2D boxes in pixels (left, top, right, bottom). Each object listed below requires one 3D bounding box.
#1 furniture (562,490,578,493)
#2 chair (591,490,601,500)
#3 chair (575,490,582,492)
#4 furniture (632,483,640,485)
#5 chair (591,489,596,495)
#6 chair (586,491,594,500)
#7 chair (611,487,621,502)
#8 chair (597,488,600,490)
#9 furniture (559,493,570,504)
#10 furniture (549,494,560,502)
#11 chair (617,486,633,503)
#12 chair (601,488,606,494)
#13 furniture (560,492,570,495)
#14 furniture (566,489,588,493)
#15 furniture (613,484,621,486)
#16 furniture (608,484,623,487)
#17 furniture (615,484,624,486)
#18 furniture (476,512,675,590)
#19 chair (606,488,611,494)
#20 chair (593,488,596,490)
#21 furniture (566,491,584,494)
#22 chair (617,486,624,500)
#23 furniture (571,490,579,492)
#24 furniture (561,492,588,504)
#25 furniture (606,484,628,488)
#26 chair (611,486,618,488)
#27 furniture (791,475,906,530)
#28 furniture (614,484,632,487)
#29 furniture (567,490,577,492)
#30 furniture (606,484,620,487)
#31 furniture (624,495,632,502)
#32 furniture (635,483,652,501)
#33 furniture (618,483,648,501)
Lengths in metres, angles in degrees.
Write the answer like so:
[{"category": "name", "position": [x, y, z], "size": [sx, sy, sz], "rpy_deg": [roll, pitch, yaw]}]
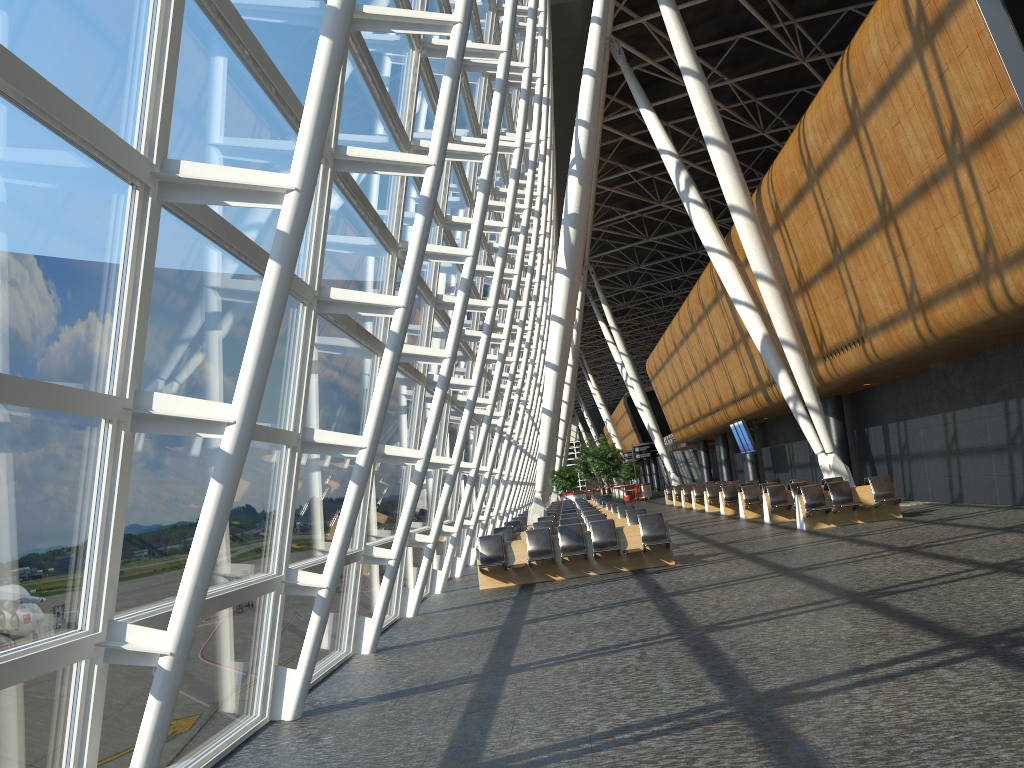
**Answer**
[{"category": "furniture", "position": [6.220, 12.565, 99.132], "size": [3.253, 0.866, 1.668], "rpy_deg": [-8, -6, 3]}, {"category": "chair", "position": [5.111, 7.118, 54.678], "size": [0.665, 1.007, 0.621], "rpy_deg": [-9, -3, 28]}, {"category": "chair", "position": [5.218, 9.070, 70.514], "size": [0.619, 1.007, 0.667], "rpy_deg": [-6, -3, -32]}, {"category": "furniture", "position": [8.750, 7.639, 62.864], "size": [0.892, 1.003, 2.834], "rpy_deg": [-9, -6, 15]}, {"category": "chair", "position": [5.571, 7.984, 62.159], "size": [0.665, 1.007, 0.621], "rpy_deg": [-9, -3, 28]}, {"category": "chair", "position": [4.840, 7.322, 56.026], "size": [0.627, 1.007, 0.659], "rpy_deg": [-9, -3, 28]}, {"category": "chair", "position": [6.915, 7.199, 57.314], "size": [0.628, 1.007, 0.658], "rpy_deg": [-10, -3, 38]}, {"category": "chair", "position": [7.107, 8.731, 69.855], "size": [0.659, 1.007, 0.627], "rpy_deg": [-7, -3, -12]}, {"category": "furniture", "position": [3.676, 7.713, 57.895], "size": [0.892, 1.003, 2.834], "rpy_deg": [-9, -6, 15]}, {"category": "furniture", "position": [4.929, 10.136, 78.172], "size": [3.253, 0.866, 1.668], "rpy_deg": [-8, -6, 3]}, {"category": "chair", "position": [7.075, 6.898, 55.061], "size": [0.657, 1.007, 0.628], "rpy_deg": [-5, -4, -42]}, {"category": "chair", "position": [7.169, 8.238, 65.956], "size": [0.666, 1.007, 0.620], "rpy_deg": [-10, -3, 38]}, {"category": "furniture", "position": [4.137, 8.579, 65.376], "size": [0.892, 1.003, 2.834], "rpy_deg": [-9, -6, 15]}, {"category": "furniture", "position": [5.571, 9.459, 74.027], "size": [2.815, 1.005, 0.897], "rpy_deg": [-2, -7, -44]}, {"category": "furniture", "position": [11.930, 12.146, 102.025], "size": [1.898, 0.866, 1.668], "rpy_deg": [-8, -6, 3]}, {"category": "furniture", "position": [11.746, 11.799, 99.031], "size": [1.898, 0.866, 1.668], "rpy_deg": [-8, -6, 3]}, {"category": "furniture", "position": [11.561, 11.452, 96.037], "size": [1.898, 0.866, 1.668], "rpy_deg": [-8, -6, 3]}, {"category": "furniture", "position": [1.035, 2.810, 14.924], "size": [3.253, 0.866, 1.668], "rpy_deg": [-8, -6, 3]}, {"category": "chair", "position": [6.709, 7.372, 58.475], "size": [0.666, 1.007, 0.620], "rpy_deg": [-10, -3, 38]}, {"category": "chair", "position": [6.646, 9.245, 73.490], "size": [0.659, 1.007, 0.627], "rpy_deg": [-7, -3, -12]}, {"category": "furniture", "position": [4.466, 8.169, 62.437], "size": [0.884, 1.004, 2.859], "rpy_deg": [-6, -7, -29]}, {"category": "chair", "position": [7.195, 7.019, 56.168], "size": [0.619, 1.007, 0.667], "rpy_deg": [-5, -4, -42]}, {"category": "furniture", "position": [6.036, 12.218, 96.138], "size": [3.253, 0.866, 1.668], "rpy_deg": [-8, -6, 3]}, {"category": "furniture", "position": [4.005, 7.303, 54.956], "size": [0.884, 1.004, 2.859], "rpy_deg": [-6, -7, -29]}, {"category": "furniture", "position": [8.317, 8.525, 69.521], "size": [2.815, 1.005, 0.897], "rpy_deg": [-2, -7, -44]}, {"category": "chair", "position": [7.536, 7.764, 62.542], "size": [0.657, 1.007, 0.628], "rpy_deg": [-5, -4, -42]}, {"category": "furniture", "position": [6.745, 2.391, 17.818], "size": [1.898, 0.866, 1.668], "rpy_deg": [-8, -6, 3]}, {"category": "furniture", "position": [8.421, 8.049, 65.802], "size": [0.884, 1.004, 2.859], "rpy_deg": [-6, -7, -29]}, {"category": "furniture", "position": [6.589, 13.258, 105.120], "size": [3.253, 0.866, 1.668], "rpy_deg": [-8, -6, 3]}, {"category": "furniture", "position": [12.114, 12.493, 105.019], "size": [1.898, 0.866, 1.668], "rpy_deg": [-8, -6, 3]}, {"category": "furniture", "position": [7.069, 7.009, 53.720], "size": [0.444, 0.458, 0.443], "rpy_deg": [-9, -4, 15]}, {"category": "furniture", "position": [8.289, 6.772, 55.383], "size": [0.892, 1.003, 2.834], "rpy_deg": [-9, -6, 15]}, {"category": "furniture", "position": [7.960, 7.182, 58.321], "size": [0.884, 1.004, 2.859], "rpy_deg": [-6, -7, -29]}]
